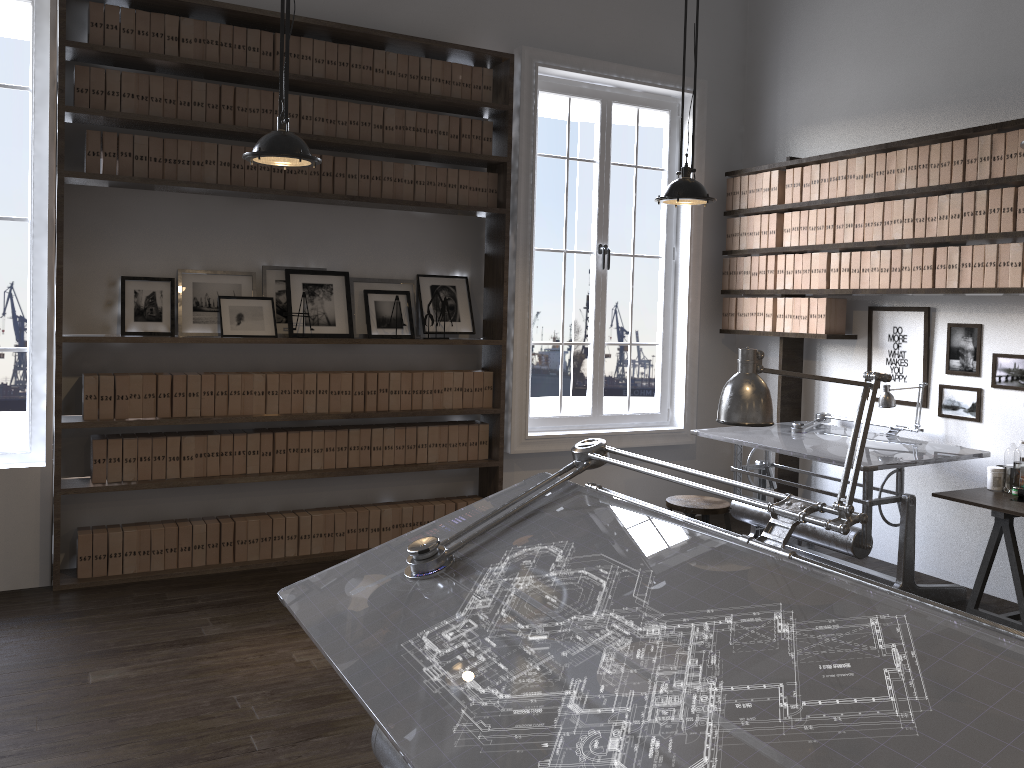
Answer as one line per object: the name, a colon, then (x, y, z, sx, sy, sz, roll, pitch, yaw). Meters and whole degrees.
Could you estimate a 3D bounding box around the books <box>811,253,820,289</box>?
books: (1.946, -0.698, 5.499, 0.174, 0.225, 0.067, 0, 3, -28)

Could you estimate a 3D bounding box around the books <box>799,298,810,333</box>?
books: (1.899, -0.428, 5.575, 0.174, 0.225, 0.067, 0, 3, -28)

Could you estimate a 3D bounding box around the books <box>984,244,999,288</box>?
books: (2.477, -0.590, 4.484, 0.174, 0.225, 0.067, 0, 3, -28)

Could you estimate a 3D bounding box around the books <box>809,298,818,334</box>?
books: (1.938, -0.422, 5.517, 0.174, 0.225, 0.067, 0, 3, -28)

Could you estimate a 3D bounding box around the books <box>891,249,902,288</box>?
books: (2.217, -0.639, 4.977, 0.174, 0.225, 0.067, 0, 3, -28)

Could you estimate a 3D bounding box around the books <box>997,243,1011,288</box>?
books: (2.512, -0.584, 4.427, 0.174, 0.225, 0.067, 0, 3, -28)

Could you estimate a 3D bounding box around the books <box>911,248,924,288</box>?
books: (2.283, -0.627, 4.866, 0.174, 0.225, 0.067, 0, 3, -28)

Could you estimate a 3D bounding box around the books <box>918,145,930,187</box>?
books: (2.301, -1.176, 4.827, 0.174, 0.225, 0.067, 0, 3, -28)

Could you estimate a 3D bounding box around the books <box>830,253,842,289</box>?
books: (2.016, -0.677, 5.364, 0.174, 0.225, 0.067, 0, 3, -28)

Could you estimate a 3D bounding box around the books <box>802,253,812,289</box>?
books: (1.913, -0.704, 5.566, 0.174, 0.225, 0.067, 0, 3, -28)

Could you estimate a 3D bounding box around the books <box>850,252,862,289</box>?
books: (2.089, -0.664, 5.231, 0.174, 0.225, 0.067, 0, 3, -28)

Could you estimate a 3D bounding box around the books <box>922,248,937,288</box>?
books: (2.312, -0.621, 4.798, 0.174, 0.225, 0.067, 0, 3, -28)

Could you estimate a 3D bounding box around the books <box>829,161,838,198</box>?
books: (2.016, -1.231, 5.382, 0.174, 0.225, 0.067, 0, 3, -28)

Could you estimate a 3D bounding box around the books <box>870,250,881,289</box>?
books: (2.152, -0.651, 5.106, 0.174, 0.225, 0.067, 0, 3, -28)

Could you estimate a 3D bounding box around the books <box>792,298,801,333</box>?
books: (1.872, -0.434, 5.636, 0.174, 0.225, 0.067, 0, 3, -28)

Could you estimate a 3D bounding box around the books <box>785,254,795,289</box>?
books: (1.846, -0.716, 5.688, 0.174, 0.225, 0.067, 0, 3, -28)

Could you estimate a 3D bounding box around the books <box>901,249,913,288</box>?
books: (2.250, -0.633, 4.923, 0.174, 0.225, 0.067, 0, 3, -28)

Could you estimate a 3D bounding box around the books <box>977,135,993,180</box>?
books: (2.465, -1.146, 4.520, 0.174, 0.225, 0.067, 0, 3, -28)

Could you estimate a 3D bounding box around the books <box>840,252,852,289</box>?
books: (2.053, -0.670, 5.291, 0.174, 0.225, 0.067, 0, 3, -28)

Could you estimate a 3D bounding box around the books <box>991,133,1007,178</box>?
books: (2.502, -1.140, 4.459, 0.174, 0.225, 0.067, 0, 3, -28)

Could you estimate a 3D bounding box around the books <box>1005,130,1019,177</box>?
books: (2.535, -1.133, 4.396, 0.174, 0.225, 0.067, 0, 3, -28)

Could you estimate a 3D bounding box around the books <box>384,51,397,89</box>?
books: (-0.738, -1.814, 5.198, 0.066, 0.225, 0.175, 0, 3, -28)

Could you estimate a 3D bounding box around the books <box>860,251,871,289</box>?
books: (2.123, -0.658, 5.170, 0.174, 0.225, 0.067, 0, 3, -28)

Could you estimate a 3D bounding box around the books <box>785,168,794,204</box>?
books: (1.848, -1.263, 5.702, 0.174, 0.225, 0.067, 0, 3, -28)

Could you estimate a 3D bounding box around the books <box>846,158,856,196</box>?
books: (2.077, -1.220, 5.263, 0.174, 0.225, 0.067, 0, 3, -28)

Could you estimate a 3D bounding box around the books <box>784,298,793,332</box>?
books: (1.842, -0.439, 5.691, 0.174, 0.225, 0.067, 0, 3, -28)

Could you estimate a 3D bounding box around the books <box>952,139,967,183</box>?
books: (2.396, -1.159, 4.648, 0.174, 0.225, 0.067, 0, 3, -28)

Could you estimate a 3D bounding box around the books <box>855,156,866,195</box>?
books: (2.105, -1.214, 5.206, 0.174, 0.225, 0.067, 0, 3, -28)

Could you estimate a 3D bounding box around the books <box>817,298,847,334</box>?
books: (1.969, -0.416, 5.454, 0.174, 0.225, 0.067, 0, 3, -28)

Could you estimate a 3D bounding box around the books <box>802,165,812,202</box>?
books: (1.917, -1.250, 5.570, 0.174, 0.225, 0.067, 0, 3, -28)

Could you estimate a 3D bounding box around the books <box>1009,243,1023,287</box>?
books: (2.540, -0.578, 4.370, 0.174, 0.225, 0.067, 0, 3, -28)

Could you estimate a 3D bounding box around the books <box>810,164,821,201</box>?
books: (1.946, -1.244, 5.505, 0.174, 0.225, 0.067, 0, 3, -28)

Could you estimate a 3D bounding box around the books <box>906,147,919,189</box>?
books: (2.267, -1.183, 4.891, 0.174, 0.225, 0.067, 0, 3, -28)

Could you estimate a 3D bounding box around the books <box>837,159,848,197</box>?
books: (2.042, -1.225, 5.320, 0.174, 0.225, 0.067, 0, 3, -28)

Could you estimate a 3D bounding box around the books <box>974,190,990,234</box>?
books: (2.455, -0.870, 4.539, 0.174, 0.225, 0.067, 0, 3, -28)

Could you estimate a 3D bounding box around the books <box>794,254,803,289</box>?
books: (1.882, -0.710, 5.629, 0.174, 0.225, 0.067, 0, 3, -28)

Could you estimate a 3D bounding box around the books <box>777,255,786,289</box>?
books: (1.809, -0.723, 5.751, 0.174, 0.225, 0.067, 0, 3, -28)

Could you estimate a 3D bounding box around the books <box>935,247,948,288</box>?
books: (2.352, -0.614, 4.734, 0.174, 0.225, 0.067, 0, 3, -28)

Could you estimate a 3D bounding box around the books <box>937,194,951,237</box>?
books: (2.357, -0.888, 4.723, 0.174, 0.225, 0.067, 0, 3, -28)

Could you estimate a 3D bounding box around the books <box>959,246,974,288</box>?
books: (2.418, -0.602, 4.609, 0.174, 0.225, 0.067, 0, 3, -28)

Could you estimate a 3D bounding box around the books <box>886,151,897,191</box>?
books: (2.208, -1.195, 5.020, 0.174, 0.225, 0.067, 0, 3, -28)

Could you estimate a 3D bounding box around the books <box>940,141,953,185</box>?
books: (2.367, -1.165, 4.716, 0.174, 0.225, 0.067, 0, 3, -28)

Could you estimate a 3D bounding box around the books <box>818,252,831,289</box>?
books: (1.972, -0.692, 5.441, 0.174, 0.225, 0.067, 0, 3, -28)

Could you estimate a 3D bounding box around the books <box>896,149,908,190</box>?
books: (2.237, -1.189, 4.957, 0.174, 0.225, 0.067, 0, 3, -28)

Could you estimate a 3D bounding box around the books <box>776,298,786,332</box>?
books: (1.806, -0.446, 5.754, 0.174, 0.225, 0.067, 0, 3, -28)

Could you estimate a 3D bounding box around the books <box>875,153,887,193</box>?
books: (2.173, -1.201, 5.081, 0.174, 0.225, 0.067, 0, 3, -28)

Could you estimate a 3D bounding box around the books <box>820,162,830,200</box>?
books: (1.983, -1.237, 5.445, 0.174, 0.225, 0.067, 0, 3, -28)

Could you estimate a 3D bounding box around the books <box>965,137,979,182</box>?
books: (2.436, -1.152, 4.585, 0.174, 0.225, 0.067, 0, 3, -28)

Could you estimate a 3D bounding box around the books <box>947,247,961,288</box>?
books: (2.381, -0.608, 4.669, 0.174, 0.225, 0.067, 0, 3, -28)

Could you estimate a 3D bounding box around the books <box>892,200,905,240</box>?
books: (2.226, -0.913, 4.972, 0.174, 0.225, 0.067, 0, 3, -28)

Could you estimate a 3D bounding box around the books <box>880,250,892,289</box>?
books: (2.183, -0.645, 5.041, 0.174, 0.225, 0.067, 0, 3, -28)

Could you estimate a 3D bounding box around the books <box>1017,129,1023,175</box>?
books: (2.561, -1.127, 4.334, 0.174, 0.225, 0.067, 0, 3, -28)

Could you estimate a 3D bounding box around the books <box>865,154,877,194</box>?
books: (2.137, -1.208, 5.141, 0.174, 0.225, 0.067, 0, 3, -28)

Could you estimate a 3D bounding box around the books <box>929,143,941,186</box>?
books: (2.334, -1.171, 4.773, 0.174, 0.225, 0.067, 0, 3, -28)

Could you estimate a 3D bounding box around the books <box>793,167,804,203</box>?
books: (1.878, -1.257, 5.634, 0.174, 0.225, 0.067, 0, 3, -28)

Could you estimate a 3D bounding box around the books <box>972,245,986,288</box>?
books: (2.451, -0.596, 4.546, 0.174, 0.225, 0.067, 0, 3, -28)
